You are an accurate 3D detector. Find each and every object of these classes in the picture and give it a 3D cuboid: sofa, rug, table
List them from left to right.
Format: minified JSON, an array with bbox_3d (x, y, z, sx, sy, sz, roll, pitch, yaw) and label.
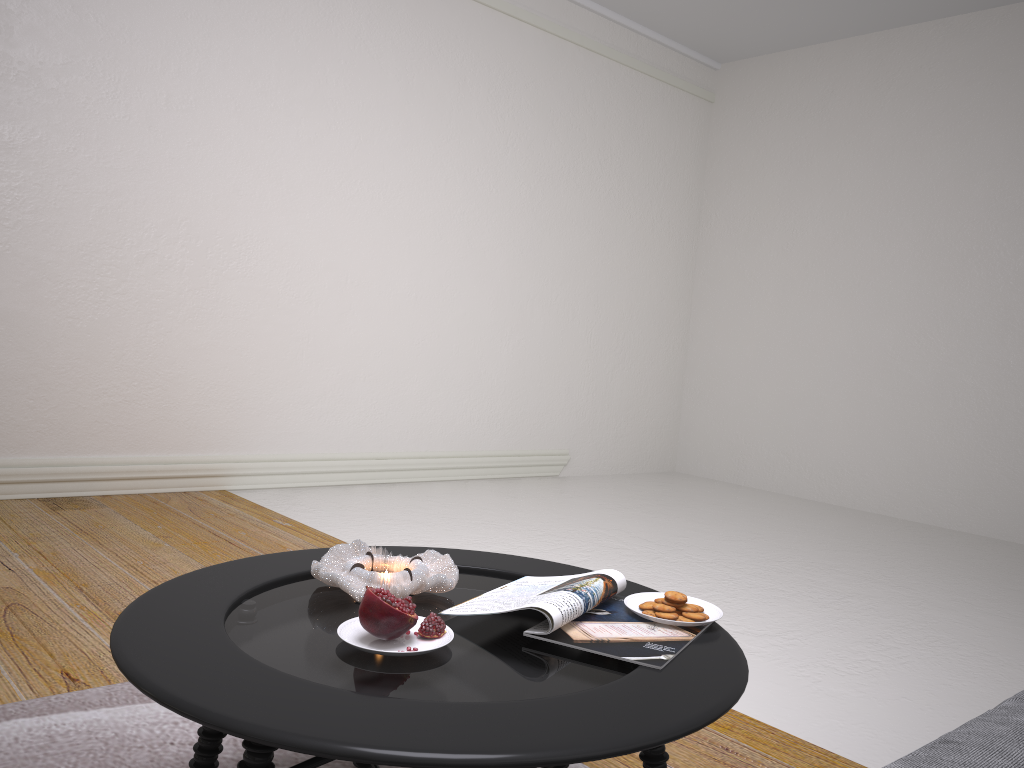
[{"bbox_3d":[-1.182,0.742,0.536,3.781,0.008,1.913,3,3,-42],"label":"rug"},{"bbox_3d":[-0.128,0.590,1.405,0.963,0.449,0.925,3,4,-45],"label":"table"},{"bbox_3d":[0.665,0.549,0.571,3.118,0.772,1.081,3,3,-42],"label":"sofa"}]

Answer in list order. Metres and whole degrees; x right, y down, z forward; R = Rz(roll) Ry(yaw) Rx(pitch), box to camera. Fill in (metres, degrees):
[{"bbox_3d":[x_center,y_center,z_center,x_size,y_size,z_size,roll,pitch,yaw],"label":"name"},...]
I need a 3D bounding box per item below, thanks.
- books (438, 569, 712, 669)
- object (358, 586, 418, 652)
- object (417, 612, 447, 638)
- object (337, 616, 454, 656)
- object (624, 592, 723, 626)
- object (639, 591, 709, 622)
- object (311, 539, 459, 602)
[{"bbox_3d":[0.119,0.360,1.463,0.366,0.048,0.310,7,3,27],"label":"books"},{"bbox_3d":[-0.177,0.331,1.280,0.089,0.082,0.110,5,3,-7],"label":"object"},{"bbox_3d":[-0.118,0.357,1.313,0.045,0.036,0.035,4,3,-33],"label":"object"},{"bbox_3d":[-0.169,0.367,1.286,0.167,0.015,0.168,5,3,3],"label":"object"},{"bbox_3d":[0.273,0.385,1.506,0.165,0.015,0.170,7,3,30],"label":"object"},{"bbox_3d":[0.277,0.373,1.506,0.119,0.036,0.120,6,3,9],"label":"object"},{"bbox_3d":[-0.219,0.327,1.540,0.259,0.062,0.248,4,3,-35],"label":"object"}]
